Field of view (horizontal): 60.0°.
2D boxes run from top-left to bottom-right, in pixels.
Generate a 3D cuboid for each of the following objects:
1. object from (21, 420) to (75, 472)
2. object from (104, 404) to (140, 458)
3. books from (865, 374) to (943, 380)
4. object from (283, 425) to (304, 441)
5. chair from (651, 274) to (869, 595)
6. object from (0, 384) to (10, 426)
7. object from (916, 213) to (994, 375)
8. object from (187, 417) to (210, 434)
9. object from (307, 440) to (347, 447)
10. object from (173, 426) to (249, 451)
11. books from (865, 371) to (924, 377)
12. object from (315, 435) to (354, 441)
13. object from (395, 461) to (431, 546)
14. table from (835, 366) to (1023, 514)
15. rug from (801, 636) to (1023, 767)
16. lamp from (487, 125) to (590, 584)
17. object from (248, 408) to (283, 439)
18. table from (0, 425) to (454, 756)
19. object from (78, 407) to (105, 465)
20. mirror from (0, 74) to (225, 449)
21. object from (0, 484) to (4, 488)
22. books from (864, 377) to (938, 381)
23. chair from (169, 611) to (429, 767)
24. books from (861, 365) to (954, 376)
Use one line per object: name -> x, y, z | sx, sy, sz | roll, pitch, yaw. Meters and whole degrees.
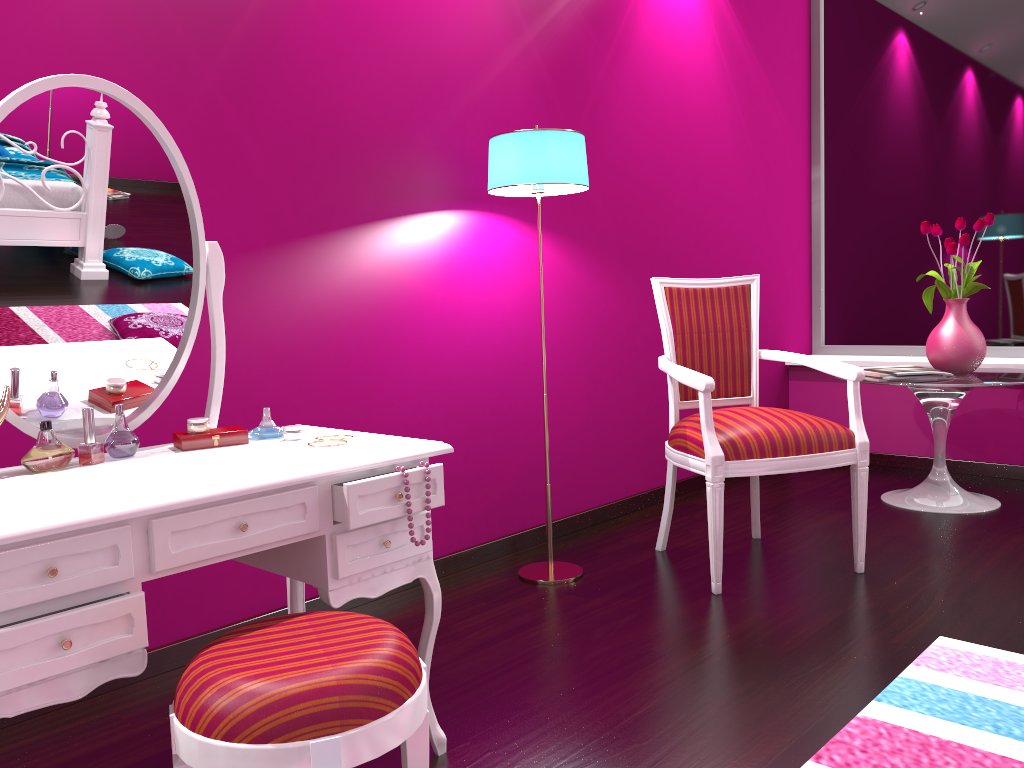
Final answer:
object -> -0.771, 0.102, 1.472 | 0.045, 0.081, 0.098 | 0, 6, 20
object -> -0.695, 0.083, 1.576 | 0.059, 0.094, 0.059 | -3, 5, -8
books -> 1.452, -0.038, 3.396 | 0.220, 0.007, 0.300 | -3, 5, -11
object -> -0.422, 0.094, 1.713 | 0.040, 0.026, 0.040 | 3, 7, 43
chair -> 0.726, 0.111, 2.732 | 0.528, 0.901, 0.511 | -4, 6, -17
object -> -0.894, 0.084, 1.364 | 0.085, 0.145, 0.248 | 1, 6, 30
object -> 1.707, -0.342, 3.419 | 0.264, 0.614, 0.242 | 0, 6, 16
object -> -0.588, 0.078, 1.662 | 0.040, 0.026, 0.040 | 3, 7, 43
object -> -0.342, 0.110, 1.642 | 0.073, 0.003, 0.073 | -6, 7, -36
object -> -0.570, 0.103, 1.678 | 0.122, 0.027, 0.075 | -5, 6, -32
books -> 1.430, -0.047, 3.434 | 0.220, 0.007, 0.300 | -3, 5, -12
object -> -0.340, 0.103, 1.696 | 0.073, 0.006, 0.073 | -2, 5, 6
object -> -0.169, 0.209, 1.535 | 0.032, 0.143, 0.063 | 3, 7, 43
table -> 1.669, 0.210, 3.459 | 0.771, 0.500, 0.770 | -2, 5, -3
rug -> 0.824, 0.731, 0.874 | 1.400, 0.018, 2.100 | 3, 7, 43
lamp -> 0.095, -0.087, 2.669 | 0.303, 1.352, 0.303 | -6, 7, -37
object -> -0.482, 0.076, 1.748 | 0.082, 0.060, 0.059 | -2, 5, -1
table -> -0.562, 0.430, 1.501 | 0.526, 0.592, 0.856 | 3, 7, 43
object -> -0.720, 0.089, 1.514 | 0.030, 0.096, 0.030 | -1, 6, 14
mirror -> -0.775, -0.131, 1.627 | 0.138, 0.829, 0.544 | 3, 7, 42
object -> -0.776, 0.154, 1.333 | 0.021, 0.005, 0.020 | -6, 6, -33
books -> 1.445, -0.031, 3.400 | 0.220, 0.007, 0.300 | -2, 5, -3
chair -> -0.283, 0.545, 1.230 | 0.337, 0.390, 0.337 | 2, 7, 39
books -> 1.497, -0.046, 3.393 | 0.221, 0.020, 0.300 | -3, 5, -6
